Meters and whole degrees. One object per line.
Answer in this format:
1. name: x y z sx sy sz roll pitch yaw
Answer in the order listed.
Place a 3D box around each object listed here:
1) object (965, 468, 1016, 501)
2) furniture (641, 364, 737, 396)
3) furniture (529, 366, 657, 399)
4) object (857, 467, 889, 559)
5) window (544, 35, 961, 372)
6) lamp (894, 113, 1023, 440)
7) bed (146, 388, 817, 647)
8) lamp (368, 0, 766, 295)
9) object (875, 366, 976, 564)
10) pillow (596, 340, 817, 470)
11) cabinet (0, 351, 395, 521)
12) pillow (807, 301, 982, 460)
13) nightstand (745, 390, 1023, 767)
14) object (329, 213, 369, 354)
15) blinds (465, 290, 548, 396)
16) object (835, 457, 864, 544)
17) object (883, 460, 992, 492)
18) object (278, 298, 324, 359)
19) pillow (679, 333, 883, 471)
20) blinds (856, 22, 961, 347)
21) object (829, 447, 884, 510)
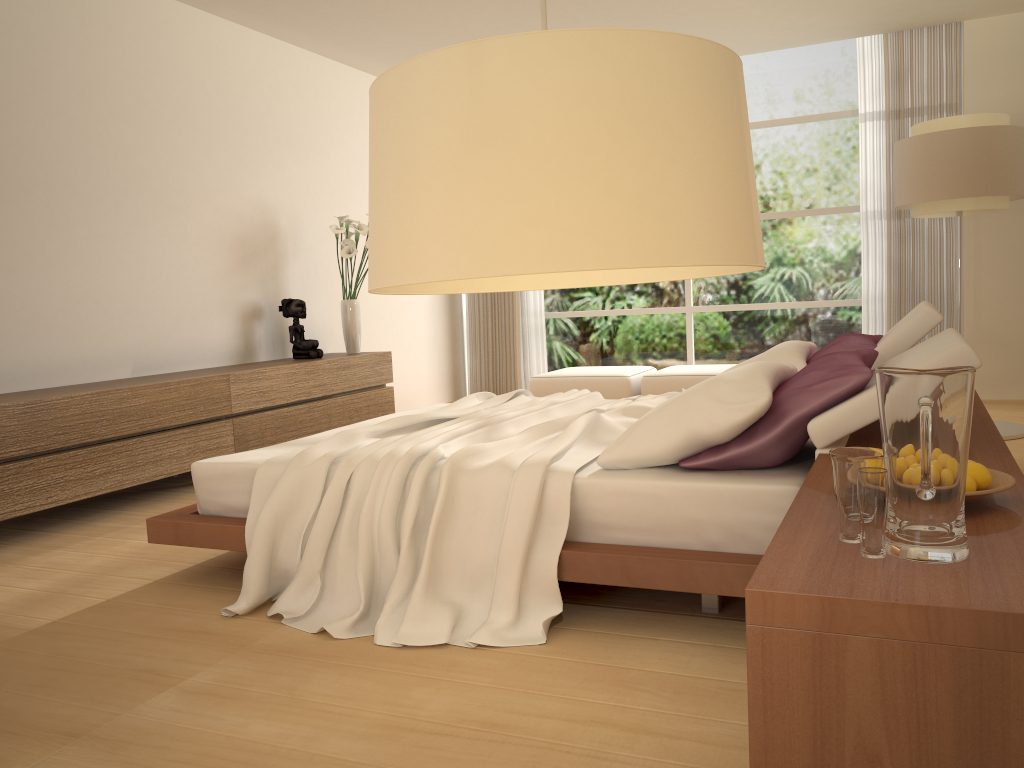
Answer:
1. object: 0.910 0.227 1.941 0.337 0.053 0.337 1 7 38
2. furniture: 1.712 0.033 7.752 0.965 0.346 0.964 0 6 24
3. furniture: 0.769 0.039 8.180 0.965 0.346 0.964 0 6 24
4. object: 0.633 0.226 1.555 0.052 0.154 0.052 2 7 43
5. window: 1.700 -1.570 8.639 4.781 3.371 0.071 0 6 24
6. lamp: 2.937 -0.686 5.818 0.817 2.018 0.817 -5 6 -22
7. bed: 0.160 0.373 3.797 2.535 0.570 2.599 0 6 24
8. lamp: 0.001 -1.305 0.918 0.451 2.399 0.451 -1 6 23
9. object: 0.723 0.136 1.538 0.159 0.328 0.227 -4 5 -7
10. pillow: 0.854 0.040 3.489 0.561 0.339 1.720 0 6 24
11. cabinet: -1.975 0.266 5.553 0.588 0.662 3.713 0 6 24
12. pillow: 1.401 -0.051 3.248 0.461 0.457 1.779 0 6 24
13. nightstand: 1.474 0.372 3.262 0.493 0.539 4.220 0 6 24
14. object: -1.143 -0.781 6.871 0.515 1.085 0.608 -5 6 -17
15. blinds: -0.138 -1.521 9.193 0.950 3.352 0.211 -1 6 23
16. object: 0.631 0.217 1.653 0.052 0.154 0.052 2 7 43
17. object: 0.910 0.198 1.956 0.230 0.084 0.259 -3 5 -6
18. object: -1.552 -0.410 6.555 0.282 0.453 0.181 0 6 24
19. pillow: 1.102 0.024 3.382 0.575 0.369 1.683 0 6 24
20. blinds: 3.376 -1.541 7.542 0.814 3.351 0.202 -1 6 23
21. object: 0.699 0.206 1.792 0.110 0.141 0.110 -5 6 -23
